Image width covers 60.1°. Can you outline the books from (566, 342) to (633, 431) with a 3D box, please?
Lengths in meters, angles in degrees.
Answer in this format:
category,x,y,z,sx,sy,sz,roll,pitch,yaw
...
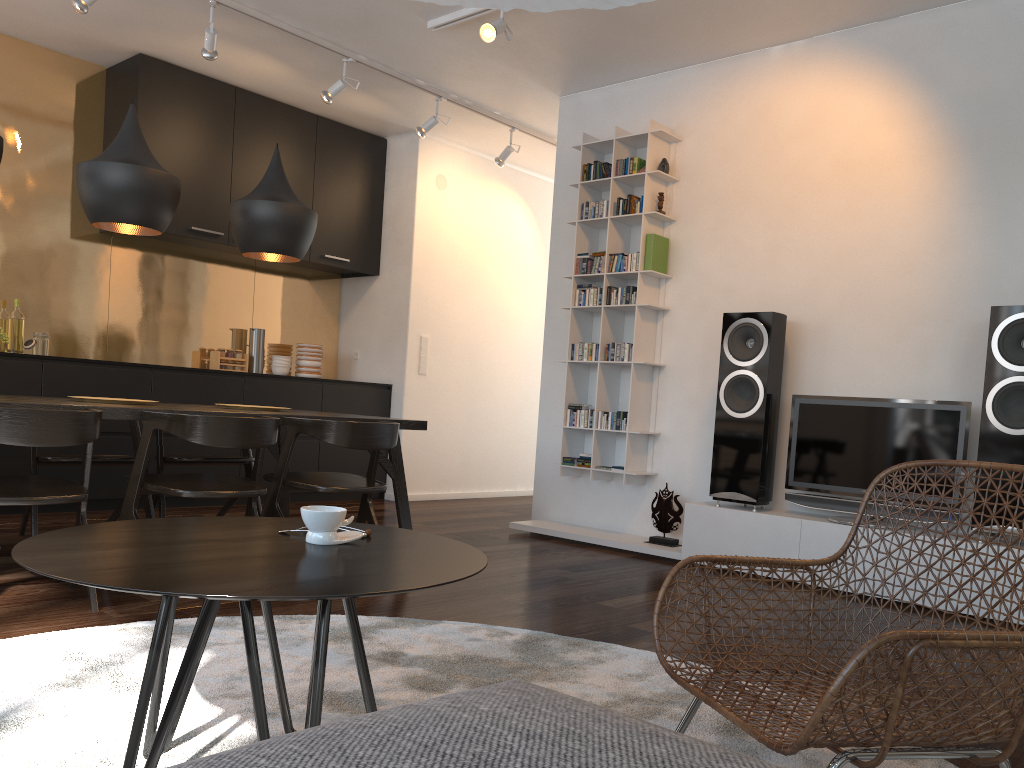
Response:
category,x,y,z,sx,sy,sz,roll,pitch,yaw
books,0.549,0.013,5.270,0.468,0.512,0.122,4,2,42

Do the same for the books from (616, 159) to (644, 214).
category,x,y,z,sx,sy,sz,roll,pitch,yaw
books,0.714,-1.136,5.135,0.228,0.334,0.107,5,3,42

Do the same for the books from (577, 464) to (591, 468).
category,x,y,z,sx,sy,sz,roll,pitch,yaw
books,0.455,0.495,5.314,0.107,0.016,0.069,2,-2,42

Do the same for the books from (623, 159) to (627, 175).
category,x,y,z,sx,sy,sz,roll,pitch,yaw
books,0.674,-1.249,5.151,0.012,0.108,0.069,6,3,42

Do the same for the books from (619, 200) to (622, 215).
category,x,y,z,sx,sy,sz,roll,pitch,yaw
books,0.653,-1.019,5.151,0.014,0.092,0.070,6,2,42

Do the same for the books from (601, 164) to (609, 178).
category,x,y,z,sx,sy,sz,roll,pitch,yaw
books,0.562,-1.251,5.232,0.046,0.091,0.070,5,2,42

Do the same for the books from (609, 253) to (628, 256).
category,x,y,z,sx,sy,sz,roll,pitch,yaw
books,0.632,-0.755,5.176,0.107,0.008,0.069,2,-2,42

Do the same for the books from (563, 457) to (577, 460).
category,x,y,z,sx,sy,sz,roll,pitch,yaw
books,0.373,0.453,5.385,0.107,0.009,0.069,2,-2,42

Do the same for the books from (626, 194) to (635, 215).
category,x,y,z,sx,sy,sz,roll,pitch,yaw
books,0.695,-1.030,5.113,0.028,0.116,0.074,6,3,42

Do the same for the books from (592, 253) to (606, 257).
category,x,y,z,sx,sy,sz,roll,pitch,yaw
books,0.540,-0.764,5.252,0.107,0.018,0.069,2,-2,42

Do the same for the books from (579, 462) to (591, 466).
category,x,y,z,sx,sy,sz,roll,pitch,yaw
books,0.459,0.480,5.306,0.092,0.014,0.070,2,-2,42

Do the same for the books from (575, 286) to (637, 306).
category,x,y,z,sx,sy,sz,roll,pitch,yaw
books,0.588,-0.513,5.247,0.466,0.113,0.122,3,0,42

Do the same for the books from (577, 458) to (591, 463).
category,x,y,z,sx,sy,sz,roll,pitch,yaw
books,0.454,0.461,5.309,0.107,0.023,0.069,3,-2,42

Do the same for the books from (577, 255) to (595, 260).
category,x,y,z,sx,sy,sz,roll,pitch,yaw
books,0.450,-0.763,5.345,0.092,0.014,0.070,2,-2,42

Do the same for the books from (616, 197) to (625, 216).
category,x,y,z,sx,sy,sz,roll,pitch,yaw
books,0.638,-1.027,5.160,0.023,0.107,0.069,6,3,42

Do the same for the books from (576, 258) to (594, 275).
category,x,y,z,sx,sy,sz,roll,pitch,yaw
books,0.453,-0.704,5.349,0.101,0.104,0.096,4,1,42

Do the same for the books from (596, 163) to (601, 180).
category,x,y,z,sx,sy,sz,roll,pitch,yaw
books,0.531,-1.257,5.260,0.019,0.099,0.074,6,2,42

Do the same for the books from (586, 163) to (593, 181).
category,x,y,z,sx,sy,sz,roll,pitch,yaw
books,0.474,-1.263,5.310,0.023,0.107,0.069,6,3,42

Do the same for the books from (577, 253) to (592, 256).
category,x,y,z,sx,sy,sz,roll,pitch,yaw
books,0.452,-0.776,5.339,0.070,0.014,0.093,5,-2,-43

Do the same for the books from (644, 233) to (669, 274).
category,x,y,z,sx,sy,sz,roll,pitch,yaw
books,0.832,-0.741,5.088,0.049,0.214,0.166,6,2,42

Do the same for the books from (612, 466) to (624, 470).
category,x,y,z,sx,sy,sz,roll,pitch,yaw
books,0.641,0.490,5.156,0.070,0.014,0.093,5,-2,-43

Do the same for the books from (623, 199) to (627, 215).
category,x,y,z,sx,sy,sz,roll,pitch,yaw
books,0.675,-1.019,5.129,0.020,0.093,0.070,6,2,42

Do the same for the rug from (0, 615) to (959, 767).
category,x,y,z,sx,sy,sz,roll,pitch,yaw
rug,-0.339,0.789,1.695,2.832,0.012,2.840,3,-2,22

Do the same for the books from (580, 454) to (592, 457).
category,x,y,z,sx,sy,sz,roll,pitch,yaw
books,0.464,0.429,5.305,0.092,0.014,0.070,2,-2,42

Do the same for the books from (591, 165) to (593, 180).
category,x,y,z,sx,sy,sz,roll,pitch,yaw
books,0.500,-1.254,5.291,0.014,0.092,0.070,6,2,42

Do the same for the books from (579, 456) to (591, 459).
category,x,y,z,sx,sy,sz,roll,pitch,yaw
books,0.462,0.443,5.305,0.092,0.014,0.070,2,-2,42

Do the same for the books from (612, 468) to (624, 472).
category,x,y,z,sx,sy,sz,roll,pitch,yaw
books,0.640,0.503,5.162,0.092,0.014,0.070,2,-2,42

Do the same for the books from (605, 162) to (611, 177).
category,x,y,z,sx,sy,sz,roll,pitch,yaw
books,0.583,-1.254,5.215,0.057,0.099,0.069,5,2,42

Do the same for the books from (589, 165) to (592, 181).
category,x,y,z,sx,sy,sz,roll,pitch,yaw
books,0.489,-1.254,5.299,0.014,0.092,0.070,6,2,42

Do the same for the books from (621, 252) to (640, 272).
category,x,y,z,sx,sy,sz,roll,pitch,yaw
books,0.716,-0.698,5.122,0.136,0.113,0.122,4,0,42

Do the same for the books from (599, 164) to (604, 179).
category,x,y,z,sx,sy,sz,roll,pitch,yaw
books,0.546,-1.252,5.249,0.028,0.093,0.070,6,2,42

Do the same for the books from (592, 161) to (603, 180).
category,x,y,z,sx,sy,sz,roll,pitch,yaw
books,0.515,-1.265,5.277,0.028,0.116,0.074,6,3,42

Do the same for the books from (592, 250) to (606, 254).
category,x,y,z,sx,sy,sz,roll,pitch,yaw
books,0.547,-0.778,5.257,0.111,0.014,0.093,2,-2,42

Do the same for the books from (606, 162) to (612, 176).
category,x,y,z,sx,sy,sz,roll,pitch,yaw
books,0.590,-1.253,5.209,0.057,0.099,0.069,5,2,42

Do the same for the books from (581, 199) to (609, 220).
category,x,y,z,sx,sy,sz,roll,pitch,yaw
books,0.532,-1.034,5.295,0.221,0.113,0.109,3,0,42

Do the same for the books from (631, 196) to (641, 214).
category,x,y,z,sx,sy,sz,roll,pitch,yaw
books,0.713,-1.024,5.099,0.016,0.107,0.069,6,3,42

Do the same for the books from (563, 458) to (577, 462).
category,x,y,z,sx,sy,sz,roll,pitch,yaw
books,0.367,0.463,5.388,0.092,0.015,0.070,2,-2,42

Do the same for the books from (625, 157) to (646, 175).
category,x,y,z,sx,sy,sz,roll,pitch,yaw
books,0.749,-1.249,5.105,0.160,0.110,0.101,4,0,42

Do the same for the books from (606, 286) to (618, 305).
category,x,y,z,sx,sy,sz,roll,pitch,yaw
books,0.591,-0.514,5.221,0.028,0.116,0.074,6,3,42

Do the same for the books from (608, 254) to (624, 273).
category,x,y,z,sx,sy,sz,roll,pitch,yaw
books,0.628,-0.698,5.188,0.087,0.108,0.096,5,1,42

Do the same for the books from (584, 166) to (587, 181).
category,x,y,z,sx,sy,sz,roll,pitch,yaw
books,0.461,-1.256,5.324,0.014,0.092,0.070,6,2,42

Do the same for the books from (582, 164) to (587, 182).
category,x,y,z,sx,sy,sz,roll,pitch,yaw
books,0.452,-1.263,5.336,0.016,0.107,0.069,6,3,42

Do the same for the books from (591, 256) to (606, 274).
category,x,y,z,sx,sy,sz,roll,pitch,yaw
books,0.544,-0.702,5.268,0.114,0.108,0.096,4,1,42

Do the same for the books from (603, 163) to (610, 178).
category,x,y,z,sx,sy,sz,roll,pitch,yaw
books,0.577,-1.254,5.222,0.057,0.099,0.069,5,2,42

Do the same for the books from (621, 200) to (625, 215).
category,x,y,z,sx,sy,sz,roll,pitch,yaw
books,0.663,-1.018,5.141,0.014,0.092,0.070,6,2,42
